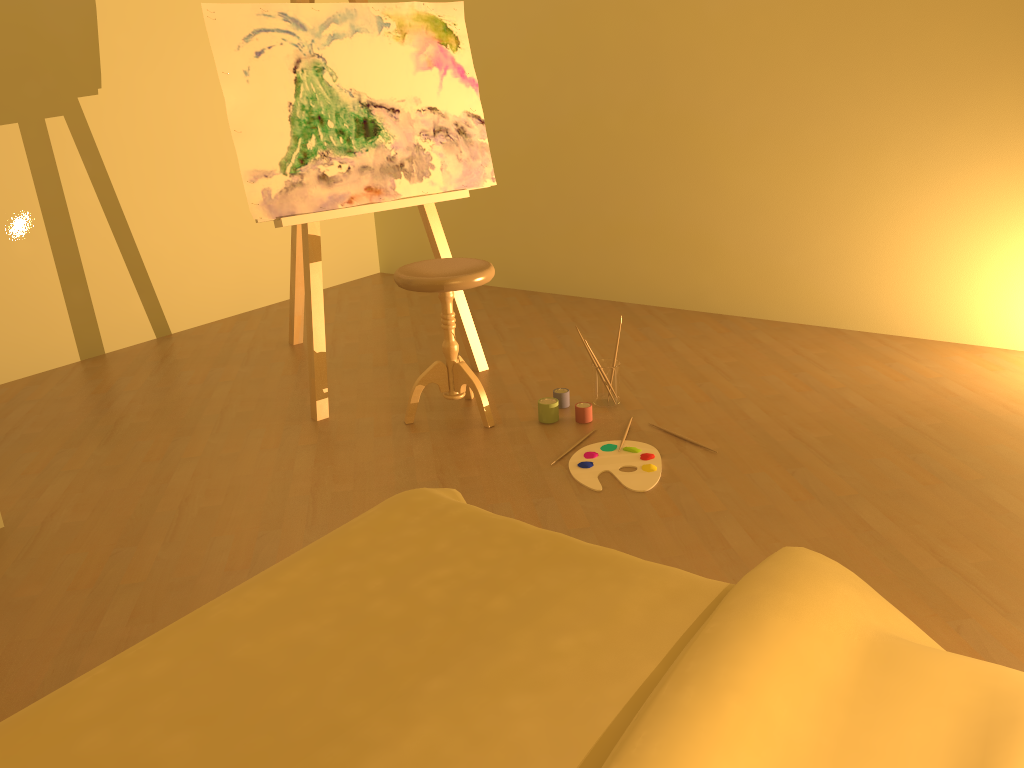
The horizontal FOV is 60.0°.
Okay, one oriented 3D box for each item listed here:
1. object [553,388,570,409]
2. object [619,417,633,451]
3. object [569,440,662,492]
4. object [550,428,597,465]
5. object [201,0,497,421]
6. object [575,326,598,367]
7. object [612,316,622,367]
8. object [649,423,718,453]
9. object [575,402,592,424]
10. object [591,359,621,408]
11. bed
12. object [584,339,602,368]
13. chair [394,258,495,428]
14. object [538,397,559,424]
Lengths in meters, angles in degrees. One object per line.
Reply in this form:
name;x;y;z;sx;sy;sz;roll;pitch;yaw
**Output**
object;0.182;0.053;3.269;0.060;0.060;0.060;5;21;21
object;0.384;0.166;2.989;0.010;0.015;0.325;2;20;15
object;0.321;0.247;2.773;0.288;0.014;0.366;0;20;9
object;0.206;0.203;2.920;0.010;0.010;0.325;9;23;30
object;-0.736;-0.851;3.388;1.132;1.896;0.972;4;21;19
object;0.306;-0.068;3.245;0.159;0.286;0.010;9;23;30
object;0.377;-0.092;3.253;0.069;0.319;0.010;-13;22;-24
object;0.561;0.175;2.942;0.010;0.010;0.325;-15;23;-30
object;0.252;0.102;3.121;0.060;0.060;0.060;3;21;18
object;0.346;-0.002;3.251;0.106;0.157;0.106;0;20;9
bed;0.376;0.507;0.740;2.378;0.894;1.286;11;24;35
object;0.323;-0.050;3.201;0.172;0.278;0.010;-19;25;-38
chair;-0.216;-0.143;3.150;0.348;0.551;0.364;-20;25;-38
object;0.129;0.094;3.140;0.073;0.073;0.073;13;26;39
